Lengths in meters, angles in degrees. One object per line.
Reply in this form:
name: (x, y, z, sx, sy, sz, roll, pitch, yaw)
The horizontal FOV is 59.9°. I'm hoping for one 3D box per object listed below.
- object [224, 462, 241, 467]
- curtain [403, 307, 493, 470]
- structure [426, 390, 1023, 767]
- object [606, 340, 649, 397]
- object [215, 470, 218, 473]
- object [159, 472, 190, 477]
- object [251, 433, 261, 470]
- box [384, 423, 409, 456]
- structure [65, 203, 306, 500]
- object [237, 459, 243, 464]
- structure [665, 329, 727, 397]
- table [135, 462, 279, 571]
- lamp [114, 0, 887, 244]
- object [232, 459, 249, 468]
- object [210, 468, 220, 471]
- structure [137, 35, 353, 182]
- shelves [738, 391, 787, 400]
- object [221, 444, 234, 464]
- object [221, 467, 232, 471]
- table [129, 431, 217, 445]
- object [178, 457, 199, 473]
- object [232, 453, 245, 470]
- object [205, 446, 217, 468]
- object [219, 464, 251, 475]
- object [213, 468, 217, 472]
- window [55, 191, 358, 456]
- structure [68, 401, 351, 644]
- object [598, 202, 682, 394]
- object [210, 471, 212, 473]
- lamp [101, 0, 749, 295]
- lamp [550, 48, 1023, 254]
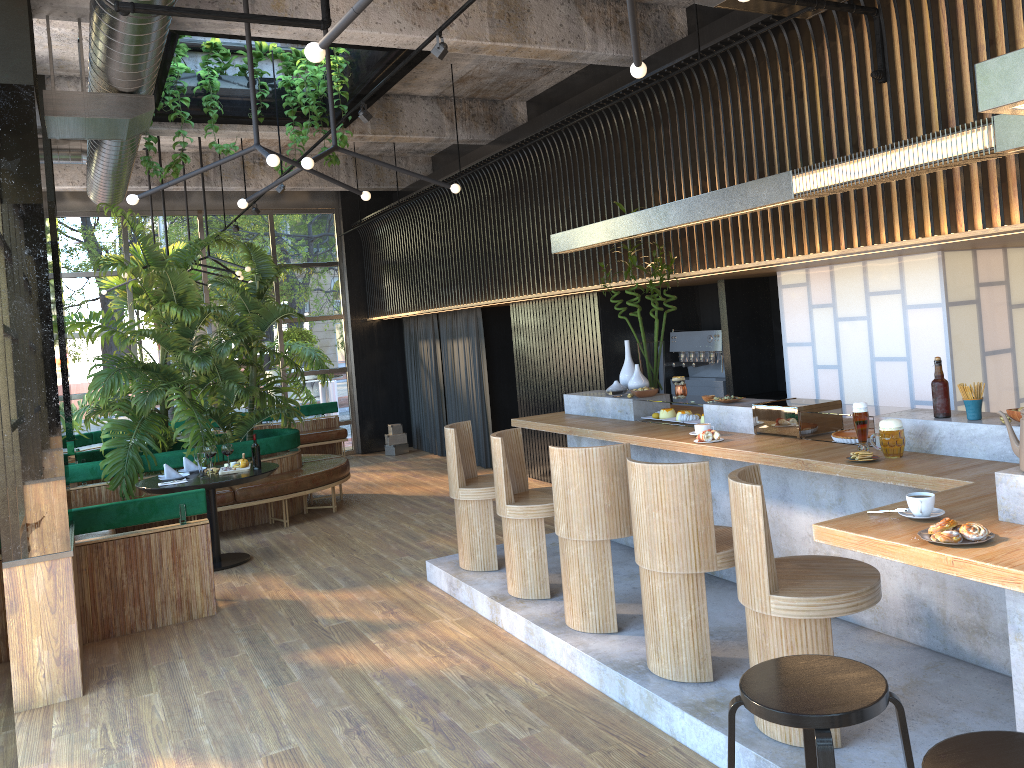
object: (-2.366, 0.687, 7.599, 0.200, 0.038, 0.061, -4, 3, 5)
curtain: (-0.963, 0.000, 12.395, 0.127, 2.055, 3.139, -5, 2, -26)
structure: (3.403, 0.306, 4.895, 6.104, 1.727, 6.834, -7, 4, -27)
object: (0.851, -0.117, 6.432, 0.309, 0.397, 0.327, -4, 1, 22)
object: (-2.471, 0.730, 7.419, 0.033, 0.031, 0.039, -5, 2, -2)
object: (-2.878, 0.764, 7.516, 0.246, 0.019, 0.163, -3, 4, 22)
object: (-2.154, 0.566, 7.464, 0.070, 0.298, 0.067, -5, 0, -11)
box: (-1.726, 0.821, 13.223, 0.348, 0.441, 0.267, -6, 1, -38)
structure: (-3.430, -0.225, 9.506, 2.553, 3.431, 2.541, -6, 2, -42)
object: (-2.354, 0.680, 7.713, 0.061, 0.072, 0.202, -6, 3, -36)
structure: (1.896, 0.250, 8.555, 0.574, 1.592, 0.804, -5, 1, -27)
table: (-2.492, 1.126, 7.393, 1.052, 0.749, 1.151, -3, 3, 32)
lamp: (-2.005, -2.274, 7.996, 3.960, 1.528, 9.616, -7, 4, -29)
object: (-2.298, 0.672, 7.525, 0.162, 0.064, 0.099, -3, 3, 33)
object: (-2.539, 0.728, 7.551, 0.101, 0.028, 0.124, -6, 4, -12)
structure: (-2.438, -2.677, 8.576, 2.172, 1.514, 1.415, -5, 2, 1)
shelves: (2.435, 0.116, 7.778, 0.547, 0.035, 0.833, -7, 4, -26)
object: (-2.461, 0.626, 7.695, 0.107, 0.200, 0.097, -5, 1, -38)
object: (-2.391, 0.709, 7.475, 0.106, 0.013, 0.213, -6, 4, -21)
table: (-4.142, 1.035, 10.808, 1.046, 0.749, 1.157, -3, 3, 43)
object: (-2.758, 0.689, 7.667, 0.245, 0.139, 0.221, -7, 4, -43)
object: (-2.288, 0.648, 7.433, 0.095, 0.123, 0.146, -4, 2, 44)
object: (-2.597, 0.639, 7.667, 0.107, 0.200, 0.097, -5, 1, -38)
object: (-2.340, 0.719, 7.506, 0.246, 0.019, 0.343, -6, 4, -16)
object: (-2.508, 0.727, 7.498, 0.034, 0.032, 0.036, -6, 2, -29)
window: (-0.358, -1.700, 3.910, 4.327, 6.483, 19.521, -5, 3, -25)
structure: (0.858, 0.642, 4.464, 6.302, 1.546, 19.286, -7, 4, -26)
object: (0.975, -0.560, 6.501, 0.662, 1.547, 0.595, -5, 0, 11)
object: (-2.533, 0.739, 7.453, 0.034, 0.019, 0.036, -6, 3, -14)
lamp: (0.717, -2.127, 4.781, 5.316, 1.820, 18.125, -6, 4, -26)
lamp: (2.783, -2.159, 4.843, 5.211, 2.129, 6.447, -7, 4, -33)
